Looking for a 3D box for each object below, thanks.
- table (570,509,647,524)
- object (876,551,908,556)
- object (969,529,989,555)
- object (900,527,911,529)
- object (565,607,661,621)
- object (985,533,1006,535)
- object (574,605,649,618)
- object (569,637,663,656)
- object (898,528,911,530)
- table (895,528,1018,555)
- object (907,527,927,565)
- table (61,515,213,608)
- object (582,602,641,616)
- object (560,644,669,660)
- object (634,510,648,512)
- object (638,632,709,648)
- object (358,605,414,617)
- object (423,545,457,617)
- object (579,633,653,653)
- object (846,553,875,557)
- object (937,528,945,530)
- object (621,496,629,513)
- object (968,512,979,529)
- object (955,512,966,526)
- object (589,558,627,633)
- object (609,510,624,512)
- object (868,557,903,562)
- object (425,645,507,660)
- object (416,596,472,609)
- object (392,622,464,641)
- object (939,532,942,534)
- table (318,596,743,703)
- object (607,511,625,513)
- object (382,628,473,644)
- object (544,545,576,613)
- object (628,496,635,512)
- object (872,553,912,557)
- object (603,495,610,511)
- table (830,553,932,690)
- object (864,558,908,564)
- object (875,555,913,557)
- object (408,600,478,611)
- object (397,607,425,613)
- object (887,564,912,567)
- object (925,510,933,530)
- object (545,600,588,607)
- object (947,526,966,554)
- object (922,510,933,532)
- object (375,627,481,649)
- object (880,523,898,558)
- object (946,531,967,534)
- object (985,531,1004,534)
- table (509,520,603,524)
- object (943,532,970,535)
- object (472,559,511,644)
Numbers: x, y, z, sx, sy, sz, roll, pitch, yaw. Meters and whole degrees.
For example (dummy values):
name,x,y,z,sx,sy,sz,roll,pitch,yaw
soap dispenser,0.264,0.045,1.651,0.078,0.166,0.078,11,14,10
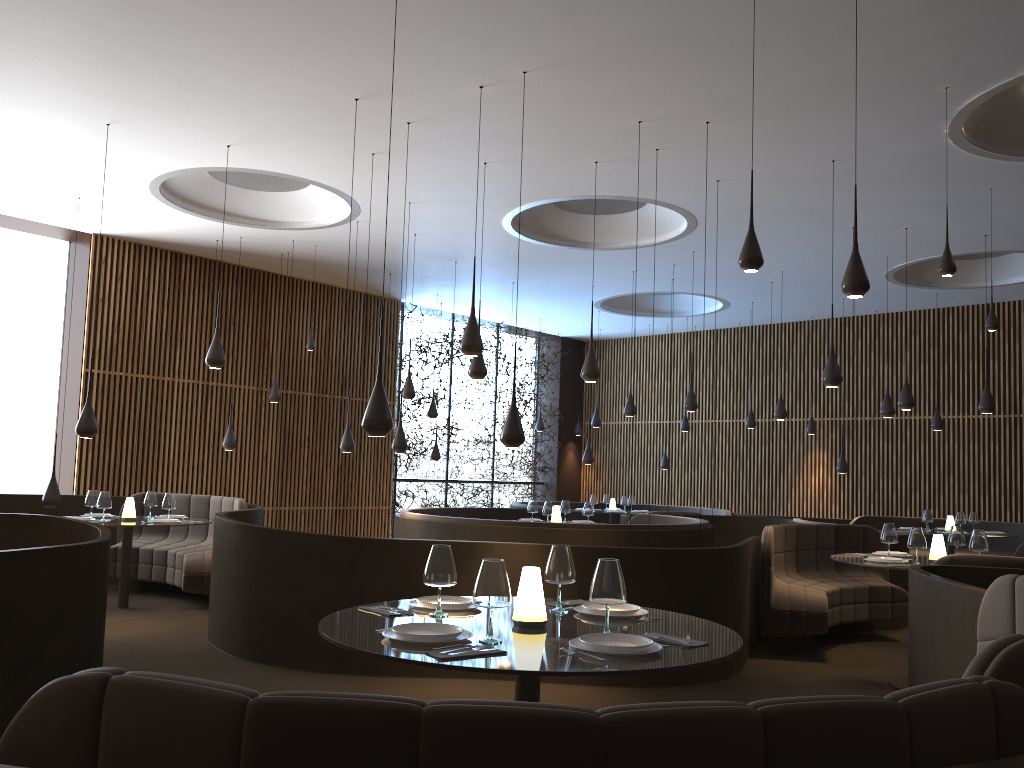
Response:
name,x,y,z,sx,sy,sz,roll,pitch,yaw
table,1.819,2.834,16.146,1.672,1.022,1.676,2,-5,3
object,3.359,1.503,7.837,0.263,0.029,0.263,3,-6,-10
object,3.691,1.302,7.010,0.142,0.295,0.142,5,-5,-30
object,5.772,2.098,12.868,0.263,0.029,0.263,7,-8,-41
object,0.446,1.019,3.963,0.204,0.012,0.411,7,-8,-42
object,6.745,2.094,12.412,0.332,0.014,0.332,-1,-7,27
object,0.443,1.018,3.966,0.332,0.014,0.332,-3,-8,42
object,0.368,0.932,3.151,0.332,0.014,0.332,3,-6,-8
object,5.771,2.108,12.867,0.332,0.014,0.332,-1,-7,29
table,6.216,2.616,12.567,1.672,1.022,1.675,-1,-6,32
object,3.218,1.289,7.047,0.142,0.295,0.142,2,-5,2
table,-4.022,1.929,9.224,1.672,1.022,1.675,-2,-7,34
object,0.443,1.008,3.967,0.263,0.029,0.263,-2,-7,33
object,0.366,0.933,3.147,0.204,0.012,0.411,-3,-8,42
object,2.354,2.323,16.190,0.263,0.029,0.263,-1,-7,30
object,0.598,0.967,3.346,0.126,0.017,0.262,7,-8,-44
object,-0.544,0.976,3.813,0.126,0.017,0.262,7,-8,-39
object,-0.306,0.835,3.770,0.142,0.295,0.142,0,-5,27
object,0.369,0.923,3.152,0.263,0.029,0.263,5,-6,-24
object,3.061,1.504,7.782,0.126,0.017,0.262,3,-6,-14
object,6.417,2.143,13.088,0.263,0.029,0.263,3,-6,-12
object,2.012,2.146,15.815,0.142,0.295,0.142,-1,-6,35
object,6.653,1.992,12.781,0.142,0.295,0.142,3,-5,-11
object,6.268,1.939,12.396,0.142,0.295,0.142,4,-5,-21
object,0.367,0.820,3.394,0.142,0.295,0.142,1,-5,11
object,1.844,2.250,15.640,0.263,0.029,0.263,7,-8,-42
object,3.021,1.423,7.168,0.263,0.029,0.263,7,-8,-43
object,-0.153,0.905,2.982,0.262,0.017,0.126,6,-7,-34
object,-0.300,0.986,3.992,0.263,0.029,0.264,1,-6,12
object,-0.308,0.909,3.242,0.263,0.029,0.263,-2,-7,33
object,6.065,2.041,12.105,0.410,0.012,0.205,0,-6,21
table,0.054,1.486,3.550,1.674,1.022,1.674,6,-7,-39
object,1.844,2.259,15.639,0.332,0.014,0.332,-1,-7,28
object,-0.309,0.919,3.242,0.332,0.014,0.332,6,-7,-37
object,0.215,0.876,3.994,0.142,0.295,0.142,-2,-6,39
object,2.208,2.210,16.378,0.142,0.295,0.142,2,-5,-5
object,3.358,1.512,7.836,0.332,0.014,0.332,3,-6,-13
object,1.764,2.212,16.543,0.142,0.295,0.142,-2,-6,42
table,3.498,1.983,7.273,1.672,1.022,1.675,3,-6,-13
object,3.021,1.432,7.167,0.332,0.014,0.332,-4,-8,43
object,3.363,1.514,7.838,0.411,0.012,0.205,4,-6,-18
object,-0.300,0.996,3.991,0.332,0.014,0.332,7,-8,-39
object,-0.297,0.997,3.995,0.411,0.012,0.204,8,-8,-44
object,3.046,1.410,6.866,0.262,0.017,0.127,3,-6,-8
object,6.115,1.999,13.033,0.142,0.295,0.142,3,-5,-17
object,0.270,1.045,4.213,0.262,0.017,0.126,6,-7,-38
object,3.819,1.368,7.615,0.142,0.295,0.142,2,-5,-2
object,5.900,1.947,12.596,0.142,0.295,0.142,-1,-5,30
object,-0.312,0.920,3.245,0.204,0.012,0.411,7,-7,-38
object,3.251,1.351,7.643,0.142,0.295,0.142,-2,-6,41
object,6.070,2.030,12.105,0.263,0.029,0.263,-2,-7,32
object,6.746,2.085,12.413,0.263,0.029,0.263,7,-8,-43
table,0.542,2.284,11.196,1.674,1.022,1.674,6,-7,-38
object,6.070,2.040,12.104,0.332,0.014,0.332,4,-6,-16
object,-0.073,0.787,3.219,0.142,0.295,0.142,4,-5,-24
